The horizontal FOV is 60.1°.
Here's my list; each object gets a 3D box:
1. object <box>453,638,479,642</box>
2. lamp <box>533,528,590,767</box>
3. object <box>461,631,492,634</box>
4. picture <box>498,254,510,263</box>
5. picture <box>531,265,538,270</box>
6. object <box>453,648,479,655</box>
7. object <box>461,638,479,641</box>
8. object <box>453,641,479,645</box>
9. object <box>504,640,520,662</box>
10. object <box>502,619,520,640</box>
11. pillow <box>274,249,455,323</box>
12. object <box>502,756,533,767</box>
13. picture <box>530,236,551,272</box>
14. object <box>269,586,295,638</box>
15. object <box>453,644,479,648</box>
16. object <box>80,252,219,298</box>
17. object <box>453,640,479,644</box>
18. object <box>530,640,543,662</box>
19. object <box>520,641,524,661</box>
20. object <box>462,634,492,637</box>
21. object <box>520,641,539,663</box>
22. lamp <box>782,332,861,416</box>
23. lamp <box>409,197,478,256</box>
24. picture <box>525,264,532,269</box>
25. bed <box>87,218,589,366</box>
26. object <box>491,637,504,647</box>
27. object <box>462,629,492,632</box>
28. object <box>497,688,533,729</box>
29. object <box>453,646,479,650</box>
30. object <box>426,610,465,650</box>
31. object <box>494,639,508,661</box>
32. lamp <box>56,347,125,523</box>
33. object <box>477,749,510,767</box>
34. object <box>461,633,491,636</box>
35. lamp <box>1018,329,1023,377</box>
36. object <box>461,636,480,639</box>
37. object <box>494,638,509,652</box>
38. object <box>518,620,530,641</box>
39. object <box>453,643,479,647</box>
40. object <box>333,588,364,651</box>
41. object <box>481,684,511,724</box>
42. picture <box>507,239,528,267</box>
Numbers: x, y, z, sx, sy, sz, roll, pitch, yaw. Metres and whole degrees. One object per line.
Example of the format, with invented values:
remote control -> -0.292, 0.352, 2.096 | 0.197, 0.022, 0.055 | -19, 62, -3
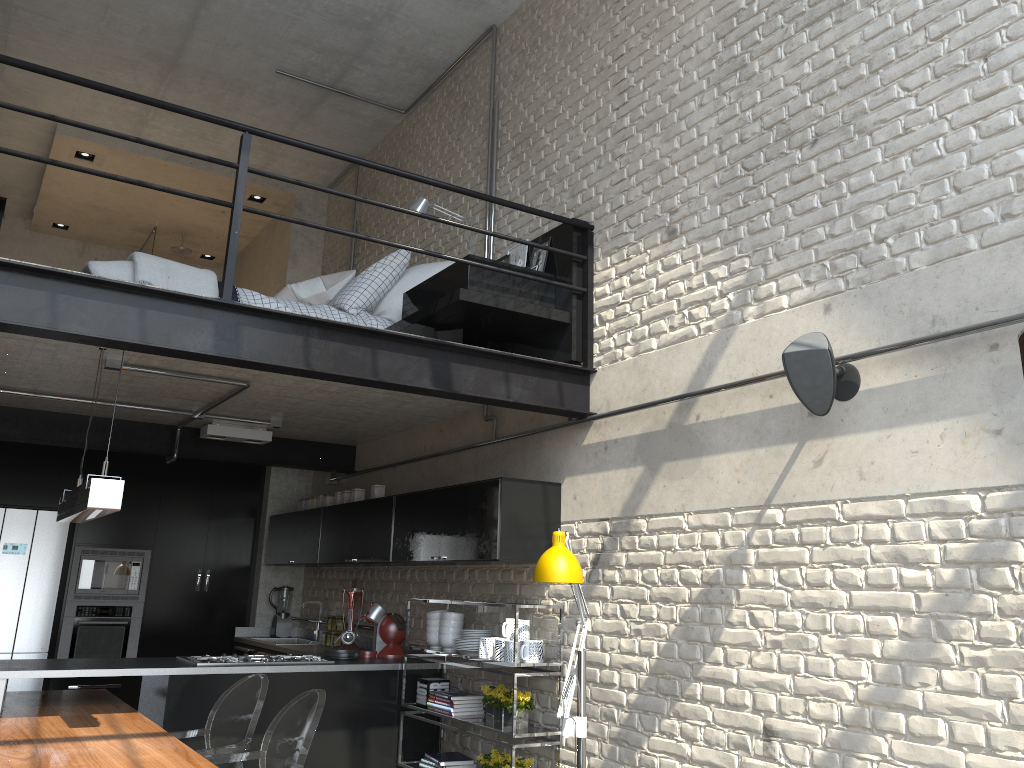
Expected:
object -> -0.201, 1.434, 4.916 | 0.251, 0.031, 0.248 | -5, -15, 26
lamp -> 0.491, 1.316, 3.057 | 0.629, 1.645, 1.549 | 7, -16, -18
object -> -0.199, 1.394, 4.927 | 0.170, 0.030, 0.169 | 8, -15, -26
picture -> -0.097, -0.646, 5.486 | 0.046, 0.280, 0.241 | 12, -18, -31
picture -> 0.110, -0.632, 5.097 | 0.030, 0.088, 0.095 | 11, -17, -31
object -> -0.203, 1.481, 4.902 | 0.251, 0.031, 0.248 | -5, -15, 26
object -> -0.200, 1.428, 4.917 | 0.170, 0.030, 0.169 | 8, -15, -26
object -> -0.202, 1.450, 4.912 | 0.251, 0.031, 0.248 | -5, -15, 26
object -> 0.011, 1.355, 4.486 | 0.107, 0.102, 0.082 | 15, -20, -41
object -> -0.010, 1.291, 4.665 | 0.108, 0.102, 0.081 | 6, -16, -17
pillow -> -1.244, -0.495, 6.228 | 1.137, 0.745, 2.115 | 11, -16, -33
object -> 0.018, 1.958, 4.419 | 0.175, 0.195, 0.179 | 4, -15, -9
picture -> 0.153, -0.714, 5.106 | 0.055, 0.253, 0.173 | 11, -18, -31
object -> -1.982, 1.945, 7.571 | 0.222, 0.430, 0.160 | 11, -18, -30
object -> -0.202, 1.466, 4.907 | 0.251, 0.031, 0.248 | -5, -15, 26
object -> -2.378, -0.342, 5.433 | 0.678, 0.670, 2.489 | 10, -16, -30
object -> -0.202, 1.442, 4.914 | 0.251, 0.031, 0.248 | -5, -15, 26
object -> 0.122, 1.380, 4.581 | 0.083, 0.102, 0.107 | 1, -15, 2
object -> 0.028, 1.378, 4.585 | 0.108, 0.102, 0.081 | 6, -16, -17
object -> -0.200, 1.411, 4.922 | 0.170, 0.030, 0.169 | 8, -15, -26
object -> 0.084, 1.358, 4.489 | 0.108, 0.102, 0.081 | 6, -16, -17
lamp -> 1.136, -0.036, 3.228 | 0.176, 0.311, 0.354 | -11, -19, 39
lamp -> -0.425, -0.861, 5.513 | 0.480, 0.700, 0.168 | -5, -17, 23
picture -> 0.050, -0.630, 5.189 | 0.051, 0.123, 0.173 | 11, -17, -31
bed -> -1.910, -0.303, 6.011 | 2.680, 0.856, 4.431 | 10, -15, -31
object -> -0.076, 1.418, 4.769 | 0.083, 0.102, 0.107 | 1, -15, 2
object -> -0.199, 1.386, 4.930 | 0.170, 0.030, 0.169 | 8, -15, -26
object -> 0.024, 1.646, 4.506 | 0.182, 0.195, 0.173 | 7, -16, -19
object -> -0.202, 1.474, 4.905 | 0.251, 0.031, 0.248 | -5, -15, 26
object -> -0.402, 1.463, 5.268 | 0.149, 0.220, 0.306 | 12, -17, -33
object -> -0.050, 1.375, 4.580 | 0.083, 0.102, 0.107 | 1, -15, 2
lamp -> -1.853, 0.146, 3.990 | 0.124, 0.905, 1.076 | 12, -17, -31
object -> -0.083, 1.989, 4.567 | 0.182, 0.195, 0.173 | 7, -16, -19
object -> -0.199, 1.403, 4.925 | 0.170, 0.030, 0.169 | 8, -15, -26
lamp -> 1.787, 0.540, 1.151 | 1.831, 2.368, 0.551 | -13, -21, 43
object -> -0.200, 1.419, 4.920 | 0.170, 0.030, 0.169 | 8, -15, -26
object -> -0.044, 1.396, 4.670 | 0.107, 0.102, 0.082 | 15, -20, -41
object -> 0.060, 1.268, 4.554 | 0.107, 0.102, 0.082 | 15, -20, -41
object -> -0.202, 1.458, 4.909 | 0.251, 0.031, 0.248 | -5, -15, 26
object -> -1.158, 1.686, 6.351 | 0.210, 0.434, 0.199 | 6, -16, -16
object -> -0.078, 1.678, 4.661 | 0.175, 0.195, 0.179 | 4, -15, -9
picture -> 0.020, -0.697, 5.340 | 0.033, 0.319, 0.224 | 12, -18, -31
